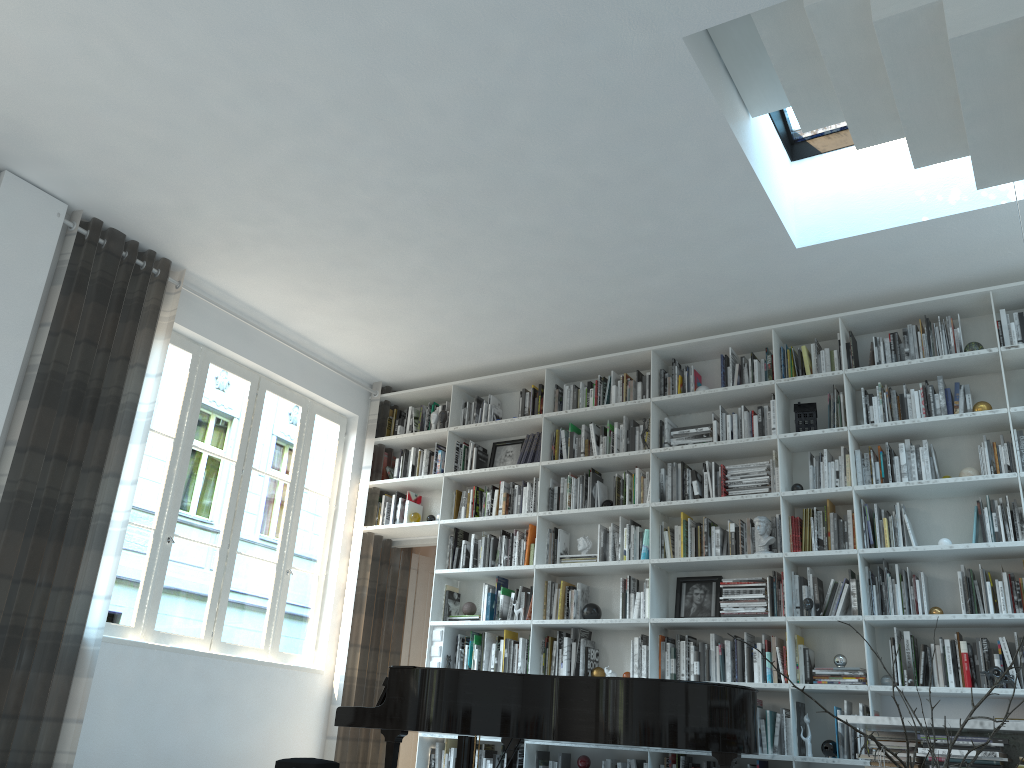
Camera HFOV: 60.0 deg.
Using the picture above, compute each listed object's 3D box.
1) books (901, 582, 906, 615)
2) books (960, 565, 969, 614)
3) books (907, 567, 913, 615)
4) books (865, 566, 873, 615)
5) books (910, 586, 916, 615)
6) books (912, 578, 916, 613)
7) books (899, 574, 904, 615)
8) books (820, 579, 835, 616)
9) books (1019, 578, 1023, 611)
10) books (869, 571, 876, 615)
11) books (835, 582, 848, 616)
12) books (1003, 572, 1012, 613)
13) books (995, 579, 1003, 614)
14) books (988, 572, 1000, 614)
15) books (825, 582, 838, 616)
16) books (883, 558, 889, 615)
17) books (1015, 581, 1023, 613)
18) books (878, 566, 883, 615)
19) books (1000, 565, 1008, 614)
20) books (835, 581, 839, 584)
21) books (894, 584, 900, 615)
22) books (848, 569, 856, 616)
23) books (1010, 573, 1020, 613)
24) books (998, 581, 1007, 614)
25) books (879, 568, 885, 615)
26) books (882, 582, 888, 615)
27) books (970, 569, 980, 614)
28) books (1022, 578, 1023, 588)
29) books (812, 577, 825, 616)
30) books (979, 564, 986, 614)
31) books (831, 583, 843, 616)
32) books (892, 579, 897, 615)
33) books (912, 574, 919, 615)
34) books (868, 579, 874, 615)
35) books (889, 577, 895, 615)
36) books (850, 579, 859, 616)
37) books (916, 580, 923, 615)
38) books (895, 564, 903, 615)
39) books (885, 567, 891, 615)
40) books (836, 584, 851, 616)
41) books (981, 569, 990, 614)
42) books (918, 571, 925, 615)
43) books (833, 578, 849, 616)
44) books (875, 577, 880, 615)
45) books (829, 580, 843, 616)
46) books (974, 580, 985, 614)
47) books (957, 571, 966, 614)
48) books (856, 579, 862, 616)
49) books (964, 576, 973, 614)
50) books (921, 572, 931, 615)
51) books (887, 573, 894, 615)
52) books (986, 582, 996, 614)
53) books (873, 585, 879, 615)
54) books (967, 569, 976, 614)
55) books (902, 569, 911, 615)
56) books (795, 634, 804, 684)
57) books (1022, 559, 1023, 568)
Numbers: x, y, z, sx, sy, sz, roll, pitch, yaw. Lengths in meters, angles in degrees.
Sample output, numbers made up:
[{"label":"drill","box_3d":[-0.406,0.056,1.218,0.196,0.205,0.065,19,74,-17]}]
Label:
[{"label":"books","box_3d":[2.212,1.225,4.971,0.013,0.202,0.167,-9,-25,30]},{"label":"books","box_3d":[2.484,1.144,4.845,0.016,0.288,0.132,-9,-25,30]},{"label":"books","box_3d":[2.245,1.184,4.974,0.006,0.284,0.160,-9,-25,30]},{"label":"books","box_3d":[2.060,1.210,5.088,0.014,0.297,0.148,-9,-25,30]},{"label":"books","box_3d":[2.249,1.231,4.948,0.013,0.178,0.141,-9,-25,30]},{"label":"books","box_3d":[2.260,1.210,4.953,0.008,0.222,0.134,-9,-25,30]},{"label":"books","box_3d":[2.207,1.207,4.986,0.007,0.246,0.153,-9,-25,30]},{"label":"books","box_3d":[1.853,1.266,5.161,0.095,0.227,0.190,-9,-25,30]},{"label":"books","box_3d":[2.706,1.140,4.686,0.016,0.204,0.142,-9,-25,30]},{"label":"books","box_3d":[2.069,1.215,5.055,0.010,0.265,0.158,-9,-25,30]},{"label":"books","box_3d":[1.922,1.273,5.149,0.090,0.214,0.139,-9,-25,30]},{"label":"books","box_3d":[2.640,1.134,4.714,0.018,0.228,0.182,-9,-25,30]},{"label":"books","box_3d":[2.605,1.156,4.729,0.015,0.194,0.176,-9,-25,30]},{"label":"books","box_3d":[2.597,1.144,4.765,0.030,0.243,0.136,-9,-25,30]},{"label":"books","box_3d":[1.870,1.274,5.152,0.089,0.209,0.176,-9,-25,30]},{"label":"books","box_3d":[2.143,1.177,5.050,0.007,0.340,0.150,-9,-25,30]},{"label":"books","box_3d":[2.677,1.144,4.667,0.016,0.179,0.190,-9,-25,30]},{"label":"books","box_3d":[2.107,1.198,5.045,0.018,0.294,0.178,-9,-25,30]},{"label":"books","box_3d":[2.631,1.115,4.729,0.006,0.273,0.173,-9,-25,30]},{"label":"books","box_3d":[1.870,1.275,5.170,0.088,0.219,0.139,-9,-25,30]},{"label":"books","box_3d":[2.175,1.232,4.973,0.013,0.185,0.184,-9,-25,30]},{"label":"books","box_3d":[1.976,1.227,5.126,0.013,0.284,0.139,-9,-25,30]},{"label":"books","box_3d":[2.677,1.132,4.707,0.021,0.231,0.156,-9,-25,30]},{"label":"books","box_3d":[2.616,1.158,4.715,0.019,0.182,0.191,-9,-25,30]},{"label":"books","box_3d":[2.116,1.202,5.035,0.006,0.280,0.155,-9,-25,30]},{"label":"books","box_3d":[2.125,1.239,5.022,0.013,0.203,0.154,-9,-25,30]},{"label":"books","box_3d":[2.512,1.147,4.807,0.008,0.257,0.159,-9,-25,30]},{"label":"books","box_3d":[2.714,1.135,4.671,0.013,0.203,0.159,-9,-25,30]},{"label":"books","box_3d":[1.811,1.274,5.219,0.035,0.247,0.141,-9,-25,30]},{"label":"books","box_3d":[2.554,1.131,4.794,0.007,0.284,0.160,-9,-25,30]},{"label":"books","box_3d":[1.901,1.275,5.152,0.090,0.211,0.143,-9,-25,30]},{"label":"books","box_3d":[2.168,1.220,4.989,0.013,0.217,0.161,-9,-25,30]},{"label":"books","box_3d":[2.265,1.197,4.942,0.015,0.237,0.177,-9,-25,30]},{"label":"books","box_3d":[2.062,1.237,5.058,0.012,0.225,0.147,-9,-25,30]},{"label":"books","box_3d":[2.152,1.214,4.986,0.011,0.225,0.188,-9,-25,30]},{"label":"books","box_3d":[1.981,1.245,5.087,0.029,0.222,0.171,-9,-25,30]},{"label":"books","box_3d":[2.275,1.208,4.927,0.014,0.206,0.181,-9,-25,30]},{"label":"books","box_3d":[2.190,1.178,4.985,0.014,0.295,0.175,-9,-25,30]},{"label":"books","box_3d":[2.139,1.193,5.014,0.005,0.282,0.159,-9,-25,30]},{"label":"books","box_3d":[1.927,1.273,5.132,0.091,0.204,0.169,-9,-25,30]},{"label":"books","box_3d":[2.551,1.136,4.761,0.018,0.250,0.184,-9,-25,30]},{"label":"books","box_3d":[2.291,1.183,4.933,0.014,0.260,0.142,-9,-25,30]},{"label":"books","box_3d":[1.914,1.259,5.148,0.094,0.237,0.150,-9,-25,30]},{"label":"books","box_3d":[2.099,1.231,5.053,0.011,0.238,0.137,-9,-25,30]},{"label":"books","box_3d":[1.894,1.272,5.164,0.095,0.225,0.144,-9,-25,30]},{"label":"books","box_3d":[2.537,1.174,4.803,0.031,0.207,0.122,-9,-25,30]},{"label":"books","box_3d":[2.461,1.160,4.837,0.019,0.250,0.130,-9,-25,30]},{"label":"books","box_3d":[2.009,1.244,5.084,0.021,0.225,0.148,-9,-25,30]},{"label":"books","box_3d":[2.480,1.166,4.802,0.016,0.215,0.178,-9,-25,30]},{"label":"books","box_3d":[2.303,1.186,4.925,0.013,0.250,0.173,-9,-25,30]},{"label":"books","box_3d":[2.147,1.209,5.005,0.013,0.247,0.165,-9,-25,30]},{"label":"books","box_3d":[2.564,1.164,4.739,0.018,0.181,0.182,-9,-25,30]},{"label":"books","box_3d":[2.082,1.253,5.043,0.015,0.187,0.168,-9,-25,30]},{"label":"books","box_3d":[2.502,1.148,4.814,0.015,0.261,0.150,-9,-25,30]},{"label":"books","box_3d":[2.219,1.189,4.968,0.012,0.266,0.183,-9,-25,30]},{"label":"books","box_3d":[1.678,1.613,5.154,0.012,0.284,0.160,-9,-25,30]},{"label":"books","box_3d":[2.721,1.089,4.677,0.007,0.294,0.162,-9,-25,30]}]
